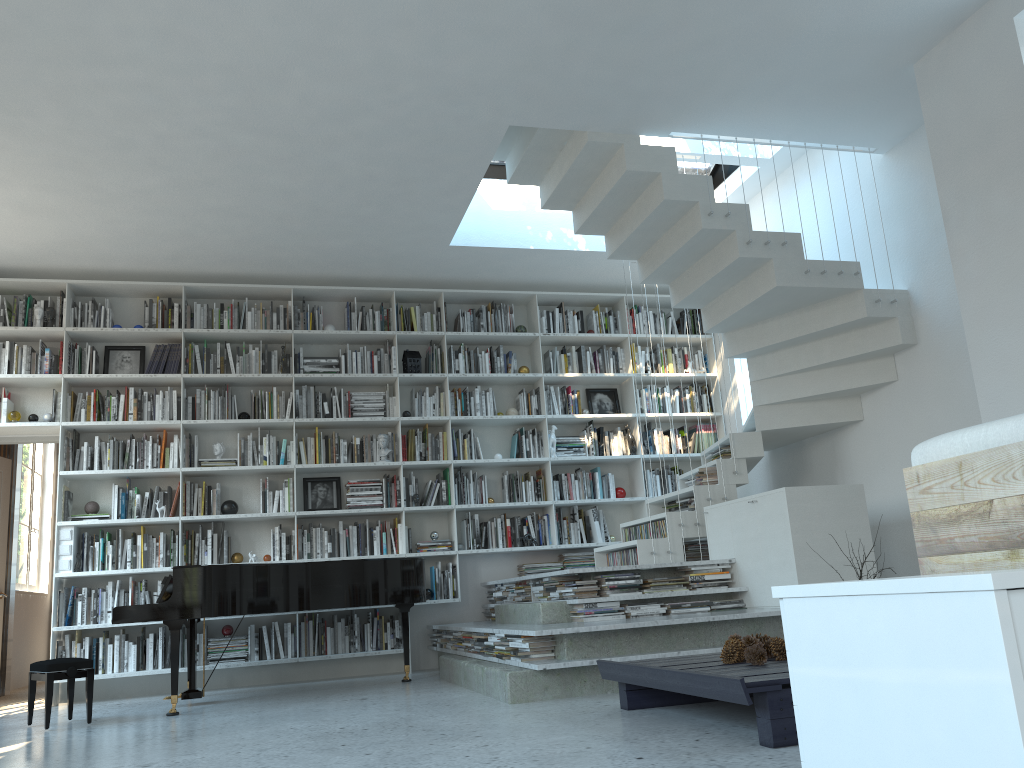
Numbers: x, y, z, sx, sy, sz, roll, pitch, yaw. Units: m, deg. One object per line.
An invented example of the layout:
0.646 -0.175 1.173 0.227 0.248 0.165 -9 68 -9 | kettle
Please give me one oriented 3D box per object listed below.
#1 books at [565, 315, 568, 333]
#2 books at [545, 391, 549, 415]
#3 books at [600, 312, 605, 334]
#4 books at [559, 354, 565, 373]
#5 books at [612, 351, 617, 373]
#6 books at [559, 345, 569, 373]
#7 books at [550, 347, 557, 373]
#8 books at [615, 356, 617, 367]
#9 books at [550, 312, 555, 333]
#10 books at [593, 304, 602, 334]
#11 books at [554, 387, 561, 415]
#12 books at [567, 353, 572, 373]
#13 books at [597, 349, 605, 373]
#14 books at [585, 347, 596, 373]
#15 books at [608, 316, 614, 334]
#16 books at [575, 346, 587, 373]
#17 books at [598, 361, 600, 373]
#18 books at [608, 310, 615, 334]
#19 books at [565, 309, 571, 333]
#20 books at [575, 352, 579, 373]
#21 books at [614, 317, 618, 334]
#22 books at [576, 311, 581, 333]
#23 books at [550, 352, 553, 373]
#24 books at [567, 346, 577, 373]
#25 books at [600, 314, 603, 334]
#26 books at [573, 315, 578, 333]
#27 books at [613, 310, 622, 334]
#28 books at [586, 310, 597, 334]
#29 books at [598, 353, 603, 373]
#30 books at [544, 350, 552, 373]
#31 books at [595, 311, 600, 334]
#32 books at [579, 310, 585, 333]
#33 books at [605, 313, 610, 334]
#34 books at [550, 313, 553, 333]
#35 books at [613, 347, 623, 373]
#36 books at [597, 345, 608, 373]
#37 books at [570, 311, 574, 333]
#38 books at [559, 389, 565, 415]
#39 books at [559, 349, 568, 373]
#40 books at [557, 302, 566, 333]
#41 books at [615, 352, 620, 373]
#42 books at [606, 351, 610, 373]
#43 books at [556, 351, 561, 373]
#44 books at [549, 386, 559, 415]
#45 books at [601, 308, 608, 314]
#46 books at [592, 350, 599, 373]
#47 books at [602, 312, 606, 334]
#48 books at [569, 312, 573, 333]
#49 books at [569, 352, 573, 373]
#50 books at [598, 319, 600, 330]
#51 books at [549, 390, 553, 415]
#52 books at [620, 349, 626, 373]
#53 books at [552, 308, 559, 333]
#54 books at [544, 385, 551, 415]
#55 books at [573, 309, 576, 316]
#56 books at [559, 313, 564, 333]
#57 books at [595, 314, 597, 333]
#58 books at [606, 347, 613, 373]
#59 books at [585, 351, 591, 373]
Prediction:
0.467 -0.501 8.060 0.030 0.220 0.133 0 -14 -16 | books
0.285 0.198 7.845 0.030 0.253 0.128 0 -14 -16 | books
0.809 -0.520 8.142 0.031 0.248 0.165 0 -14 -16 | books
0.432 -0.144 7.935 0.025 0.207 0.175 0 -14 -16 | books
0.905 -0.161 8.079 0.030 0.240 0.162 0 -14 -16 | books
0.469 -0.184 7.969 0.011 0.295 0.163 0 -14 -16 | books
0.364 -0.176 7.940 0.051 0.281 0.167 0 -14 -16 | books
0.921 -0.159 8.102 0.014 0.245 0.143 0 -14 -16 | books
0.349 -0.513 8.033 0.027 0.249 0.140 0 -14 -16 | books
0.782 -0.555 8.145 0.007 0.320 0.166 0 -14 -16 | books
0.398 0.180 7.870 0.012 0.284 0.160 0 -14 -16 | books
0.491 -0.149 7.967 0.030 0.223 0.158 0 -14 -16 | books
0.797 -0.170 8.056 0.023 0.263 0.156 0 -14 -16 | books
0.705 -0.177 8.040 0.048 0.282 0.162 0 -14 -16 | books
0.891 -0.502 8.160 0.029 0.209 0.170 0 -14 -16 | books
0.604 -0.182 7.954 0.032 0.264 0.246 0 -14 -16 | books
0.752 -0.146 8.039 0.013 0.215 0.178 0 -14 -16 | books
0.910 -0.531 8.192 0.025 0.278 0.136 0 -14 -16 | books
0.492 -0.526 8.052 0.014 0.261 0.168 0 -14 -16 | books
0.564 -0.156 7.992 0.025 0.238 0.143 0 -14 -16 | books
0.938 -0.497 8.197 0.031 0.211 0.132 0 -14 -16 | books
0.592 -0.518 8.099 0.012 0.253 0.161 0 -14 -16 | books
0.335 -0.154 7.926 0.013 0.236 0.142 0 -14 -16 | books
0.540 -0.182 7.981 0.026 0.287 0.156 0 -14 -16 | books
0.795 -0.511 8.128 0.007 0.225 0.170 0 -14 -16 | books
0.555 -0.498 8.059 0.024 0.201 0.190 0 -14 -16 | books
0.969 -0.528 8.190 0.026 0.262 0.163 0 -14 -16 | books
0.727 -0.525 8.113 0.019 0.255 0.169 0 -14 -16 | books
0.776 -0.150 8.035 0.031 0.217 0.166 0 -14 -16 | books
0.322 -0.162 7.926 0.012 0.253 0.161 0 -14 -16 | books
0.757 -0.521 8.130 0.016 0.251 0.189 0 -14 -16 | books
0.616 -0.523 8.093 0.030 0.257 0.165 0 -14 -16 | books
0.851 -0.515 8.146 0.018 0.234 0.186 0 -14 -16 | books
0.329 -0.509 8.008 0.024 0.230 0.169 0 -14 -16 | books
0.963 -0.180 8.106 0.026 0.283 0.147 0 -14 -16 | books
0.821 -0.189 8.053 0.022 0.294 0.181 0 -14 -16 | books
0.528 -0.520 8.071 0.021 0.253 0.152 0 -14 -16 | books
0.423 0.190 7.885 0.043 0.268 0.131 0 -14 -16 | books
0.454 -0.169 7.952 0.026 0.260 0.168 0 -14 -16 | books
0.448 -0.560 8.045 0.014 0.331 0.181 0 -14 -16 | books
0.941 -0.155 8.098 0.022 0.233 0.159 0 -14 -16 | books
0.850 -0.164 8.066 0.011 0.248 0.152 0 -14 -16 | books
0.400 -0.159 7.955 0.026 0.250 0.131 0 -14 -16 | books
0.359 0.177 7.853 0.065 0.288 0.146 0 -14 -16 | books
0.862 -0.541 8.177 0.020 0.298 0.131 0 -14 -16 | books
0.742 -0.162 8.022 0.014 0.239 0.190 0 -14 -16 | books
0.828 -0.520 8.164 0.017 0.256 0.147 0 -14 -16 | books
0.509 -0.513 8.055 0.022 0.235 0.172 0 -14 -16 | books
0.513 -0.152 7.988 0.024 0.235 0.147 0 -14 -16 | books
0.769 -0.521 8.148 0.017 0.258 0.136 0 -14 -16 | books
0.325 0.196 7.833 0.011 0.247 0.156 0 -14 -16 | books
0.991 -0.172 8.110 0.031 0.264 0.170 0 -14 -16 | books
0.388 -0.532 8.031 0.048 0.277 0.150 0 -14 -16 | books
0.308 0.172 7.844 0.015 0.300 0.141 0 -14 -16 | books
0.562 -0.529 8.097 0.012 0.278 0.153 0 -14 -16 | books
0.427 -0.509 8.038 0.030 0.230 0.148 0 -14 -16 | books
0.741 -0.507 8.116 0.008 0.220 0.183 0 -14 -16 | books
0.874 -0.177 8.067 0.036 0.271 0.177 0 -14 -16 | books
0.661 -0.158 7.994 0.030 0.229 0.187 0 -14 -16 | books
